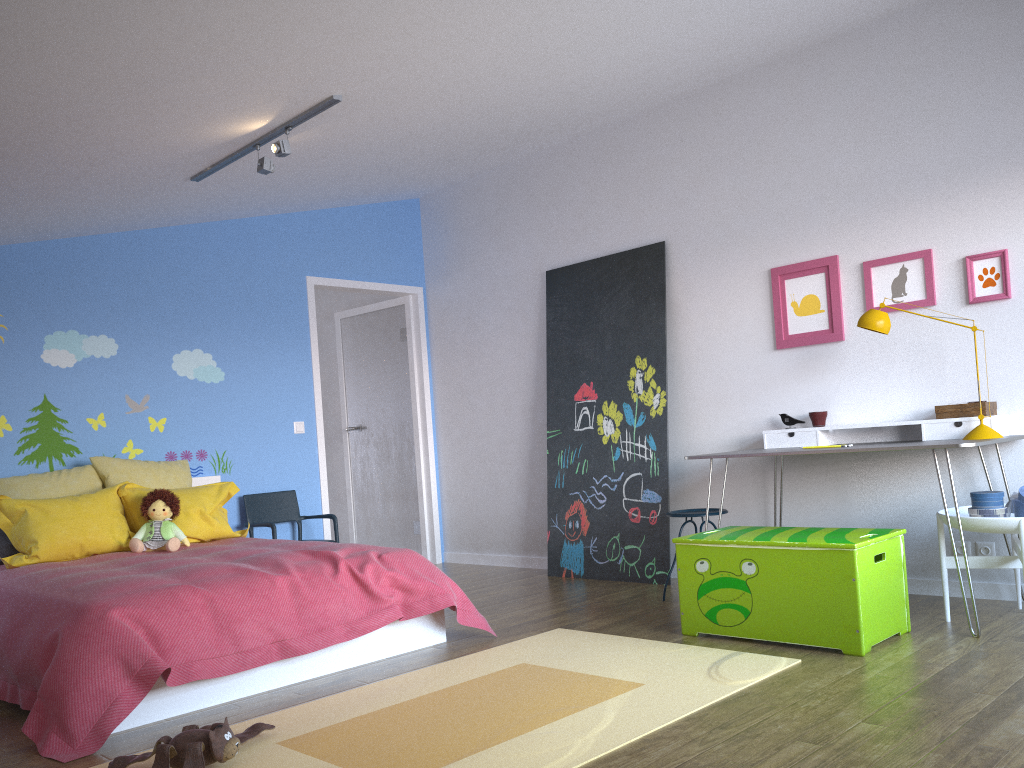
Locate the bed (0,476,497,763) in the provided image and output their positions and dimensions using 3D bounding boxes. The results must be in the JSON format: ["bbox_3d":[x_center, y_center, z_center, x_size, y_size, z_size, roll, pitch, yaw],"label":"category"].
[{"bbox_3d":[-1.533,0.864,4.155,2.324,0.810,1.924,-8,-5,45],"label":"bed"}]

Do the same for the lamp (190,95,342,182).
[{"bbox_3d":[-1.081,-0.984,3.808,0.123,0.143,1.208,-2,-4,-42],"label":"lamp"}]

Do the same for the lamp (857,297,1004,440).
[{"bbox_3d":[1.845,-0.076,3.939,0.559,0.665,0.161,-5,-1,28],"label":"lamp"}]

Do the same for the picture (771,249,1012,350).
[{"bbox_3d":[1.827,-0.462,4.390,0.027,0.439,1.156,-3,-3,-45],"label":"picture"}]

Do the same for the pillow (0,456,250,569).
[{"bbox_3d":[-2.122,0.641,4.697,1.343,0.531,0.681,-1,-4,-44],"label":"pillow"}]

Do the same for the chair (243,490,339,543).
[{"bbox_3d":[-1.417,1.022,5.627,0.417,0.674,0.511,-5,-2,41],"label":"chair"}]

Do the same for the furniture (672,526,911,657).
[{"bbox_3d":[1.158,0.835,3.701,0.815,0.418,0.481,-7,-4,45],"label":"furniture"}]

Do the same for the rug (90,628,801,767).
[{"bbox_3d":[-0.131,1.080,2.908,1.204,0.006,2.198,-8,-5,45],"label":"rug"}]

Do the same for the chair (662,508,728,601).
[{"bbox_3d":[0.988,0.899,4.661,0.326,0.461,0.363,-6,-3,45],"label":"chair"}]

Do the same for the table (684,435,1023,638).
[{"bbox_3d":[1.593,0.668,4.124,1.339,0.757,0.806,-7,-4,45],"label":"table"}]

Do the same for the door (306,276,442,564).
[{"bbox_3d":[-1.329,0.365,6.796,1.001,2.126,1.031,-5,-2,45],"label":"door"}]

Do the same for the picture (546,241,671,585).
[{"bbox_3d":[0.571,0.203,5.511,0.960,2.017,0.207,-5,-1,45],"label":"picture"}]

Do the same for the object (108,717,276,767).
[{"bbox_3d":[-0.973,1.040,2.549,0.399,0.111,0.606,-4,-4,4],"label":"object"}]

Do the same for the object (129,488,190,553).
[{"bbox_3d":[-1.786,0.696,4.463,0.286,0.341,0.252,-4,-2,-11],"label":"object"}]
